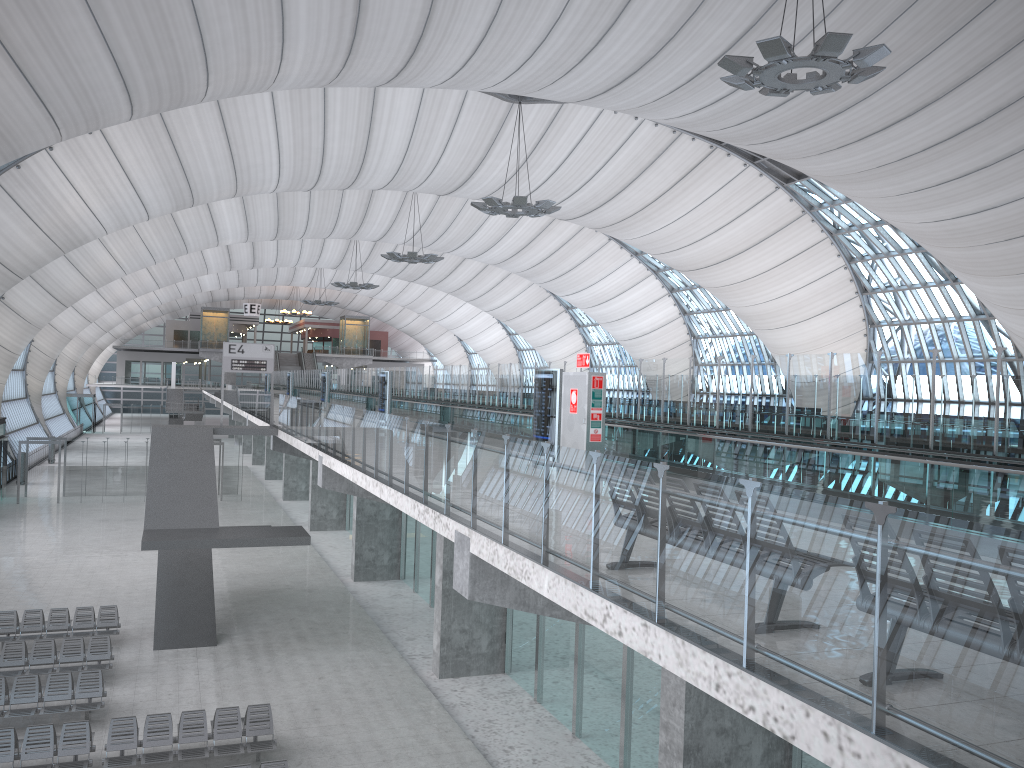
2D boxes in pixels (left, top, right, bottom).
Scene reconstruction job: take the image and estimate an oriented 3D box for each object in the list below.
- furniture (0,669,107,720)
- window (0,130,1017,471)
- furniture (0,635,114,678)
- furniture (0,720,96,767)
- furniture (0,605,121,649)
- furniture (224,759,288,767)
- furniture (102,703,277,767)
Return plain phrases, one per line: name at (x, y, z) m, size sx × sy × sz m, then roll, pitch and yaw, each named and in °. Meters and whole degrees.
furniture at (-8.988, 5.834, 16.383) m, size 2.705 × 0.913 × 1.572 m, roll 2°, pitch 0°, yaw -21°
window at (-13.175, -3.621, 73.676) m, size 50.537 × 20.004 × 167.818 m, roll 2°, pitch 0°, yaw -21°
furniture at (-9.828, 5.809, 18.577) m, size 2.705 × 0.913 × 1.572 m, roll 2°, pitch 0°, yaw -21°
furniture at (-8.034, 5.861, 13.889) m, size 2.705 × 0.913 × 1.572 m, roll 2°, pitch 0°, yaw -21°
furniture at (-10.772, 5.782, 21.043) m, size 2.705 × 0.913 × 1.572 m, roll 2°, pitch 0°, yaw -21°
furniture at (-4.519, 5.978, 12.665) m, size 2.705 × 0.913 × 1.572 m, roll 2°, pitch 0°, yaw -21°
furniture at (-5.378, 5.953, 14.907) m, size 2.705 × 0.913 × 1.572 m, roll 2°, pitch 0°, yaw -21°
